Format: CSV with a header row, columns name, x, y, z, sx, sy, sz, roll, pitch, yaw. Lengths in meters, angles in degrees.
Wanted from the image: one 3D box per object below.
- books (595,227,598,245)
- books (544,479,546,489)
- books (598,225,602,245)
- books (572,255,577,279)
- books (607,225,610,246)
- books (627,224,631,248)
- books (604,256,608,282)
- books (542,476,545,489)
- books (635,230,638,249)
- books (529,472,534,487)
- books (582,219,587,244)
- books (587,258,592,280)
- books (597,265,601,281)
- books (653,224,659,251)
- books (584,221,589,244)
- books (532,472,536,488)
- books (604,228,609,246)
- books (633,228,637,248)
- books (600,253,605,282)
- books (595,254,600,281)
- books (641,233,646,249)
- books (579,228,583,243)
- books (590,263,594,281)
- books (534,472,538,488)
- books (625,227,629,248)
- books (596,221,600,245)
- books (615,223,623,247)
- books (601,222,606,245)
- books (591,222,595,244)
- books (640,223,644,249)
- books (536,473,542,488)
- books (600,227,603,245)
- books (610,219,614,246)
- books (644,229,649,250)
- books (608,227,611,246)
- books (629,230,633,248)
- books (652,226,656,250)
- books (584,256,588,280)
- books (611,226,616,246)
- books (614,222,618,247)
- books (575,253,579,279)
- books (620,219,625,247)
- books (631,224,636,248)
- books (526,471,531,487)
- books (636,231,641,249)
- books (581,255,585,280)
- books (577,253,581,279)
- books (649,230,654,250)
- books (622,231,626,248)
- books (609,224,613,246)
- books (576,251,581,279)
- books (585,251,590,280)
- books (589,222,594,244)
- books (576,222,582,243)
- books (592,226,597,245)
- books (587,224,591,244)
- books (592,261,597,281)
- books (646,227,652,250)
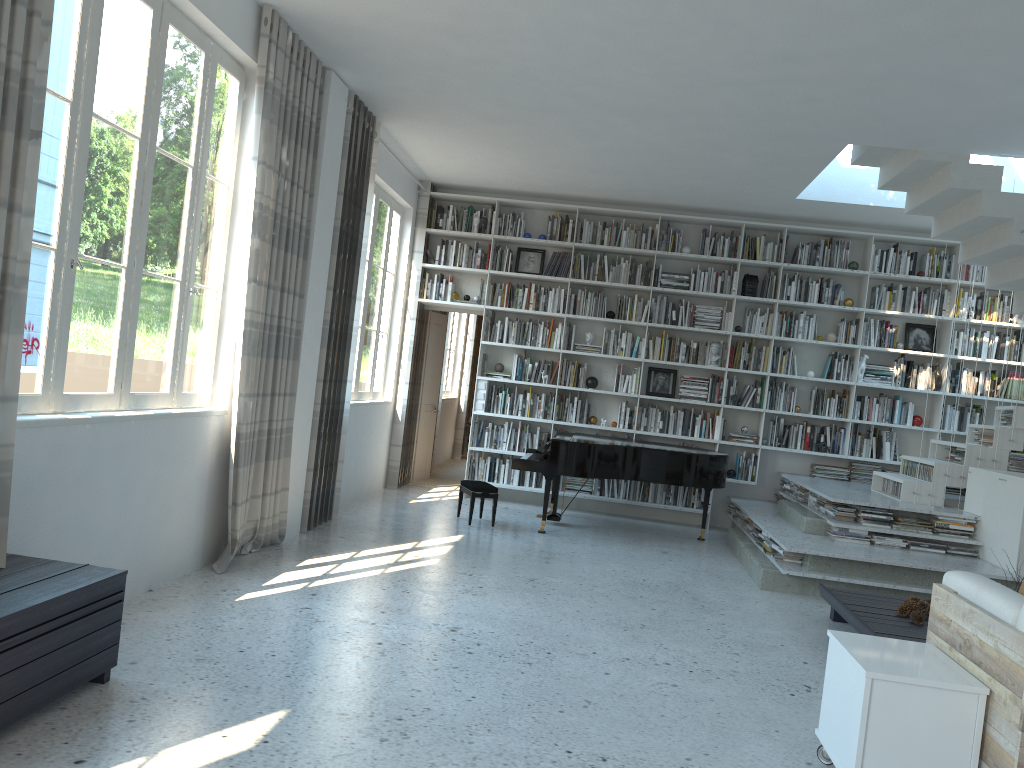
name,x,y,z,sx,sy,sz,roll,pitch,yaw
books,0.883,-1.523,9.245,0.014,0.207,0.166,7,1,6
books,0.363,0.981,9.292,0.017,0.233,0.212,7,1,6
books,0.917,-1.533,9.269,0.025,0.235,0.129,7,1,6
books,0.657,-1.204,9.262,0.023,0.256,0.174,7,1,6
books,1.003,-1.522,9.238,0.013,0.234,0.154,7,1,6
books,1.216,-1.515,9.219,0.014,0.269,0.156,7,1,6
books,0.983,-1.181,9.230,0.075,0.285,0.178,7,1,6
books,0.348,0.957,9.337,0.027,0.276,0.143,7,1,6
books,1.287,-1.476,9.187,0.013,0.207,0.178,7,1,6
books,0.218,0.948,9.358,0.040,0.264,0.137,7,1,6
books,0.755,-1.574,9.282,0.021,0.279,0.140,7,1,6
books,0.807,-1.179,9.250,0.031,0.242,0.181,7,1,6
books,0.912,-1.136,9.255,0.034,0.180,0.160,7,1,6
books,1.484,-1.494,9.175,0.026,0.288,0.176,7,1,6
books,0.777,-1.559,9.261,0.031,0.255,0.145,7,1,6
books,0.247,0.935,9.325,0.021,0.296,0.188,7,1,6
books,0.980,-1.508,9.244,0.030,0.201,0.152,7,1,6
books,1.272,-1.488,9.201,0.021,0.228,0.161,7,1,6
books,0.944,-1.200,9.260,0.013,0.315,0.135,7,1,6
books,0.889,-1.196,9.247,0.023,0.293,0.155,7,1,6
books,1.356,-1.457,9.189,0.031,0.185,0.176,7,1,6
books,0.726,-1.529,9.276,0.024,0.183,0.133,7,1,6
books,0.833,-1.156,9.261,0.024,0.201,0.153,7,1,6
books,0.263,0.933,9.321,0.012,0.304,0.165,7,1,6
books,1.194,-1.501,9.221,0.026,0.236,0.134,7,1,6
books,0.899,-1.550,9.245,0.010,0.264,0.160,7,1,6
books,1.112,-1.529,9.215,0.052,0.273,0.172,7,1,6
books,0.956,-1.545,9.255,0.028,0.268,0.151,7,1,6
books,0.844,-1.549,9.248,0.012,0.250,0.174,7,1,6
books,1.341,-1.509,9.196,0.013,0.285,0.159,7,1,6
books,0.301,0.962,9.340,0.065,0.256,0.155,7,1,6
books,0.934,-1.521,9.259,0.012,0.216,0.150,7,1,6
books,1.042,-1.550,9.228,0.010,0.299,0.151,7,1,6
books,1.388,-1.479,9.195,0.026,0.237,0.149,7,1,6
books,1.014,-1.512,9.229,0.011,0.216,0.160,7,1,6
books,1.235,-1.485,9.226,0.029,0.213,0.141,7,1,6
books,1.464,-1.486,9.182,0.014,0.267,0.171,7,1,6
books,0.777,-1.192,9.261,0.011,0.260,0.157,7,1,6
books,1.059,-1.517,9.239,0.029,0.235,0.130,7,1,6
books,1.080,-1.535,9.221,0.013,0.276,0.164,7,1,6
books,0.678,-1.215,9.274,0.013,0.283,0.158,7,1,6
books,1.148,-1.546,9.225,0.014,0.315,0.166,7,1,6
books,1.256,-1.509,9.196,0.014,0.266,0.192,7,1,6
books,0.182,0.948,9.339,0.027,0.256,0.179,7,1,6
books,1.305,-1.470,9.182,0.026,0.200,0.187,7,1,6
books,0.740,-1.203,9.272,0.067,0.274,0.168,7,1,6
books,0.702,-1.214,9.270,0.010,0.287,0.148,7,1,6
books,1.441,-1.467,9.177,0.026,0.225,0.172,7,1,6
books,1.162,-1.482,9.216,0.031,0.190,0.181,7,1,6
books,1.028,-1.528,9.228,0.013,0.251,0.183,7,1,6
books,0.694,-1.226,9.293,0.014,0.309,0.130,7,1,6
books,0.790,-1.218,9.250,0.012,0.315,0.171,7,1,6
books,0.827,-1.551,9.254,0.023,0.251,0.170,7,1,6
books,0.701,-1.559,9.263,0.029,0.237,0.156,7,1,6
books,0.860,-1.525,9.234,0.029,0.208,0.178,7,1,6
books,0.802,-1.538,9.254,0.023,0.220,0.181,7,1,6
books,0.859,-1.161,9.251,0.029,0.219,0.157,7,1,6
books,1.418,-1.488,9.200,0.029,0.261,0.151,7,1,6
